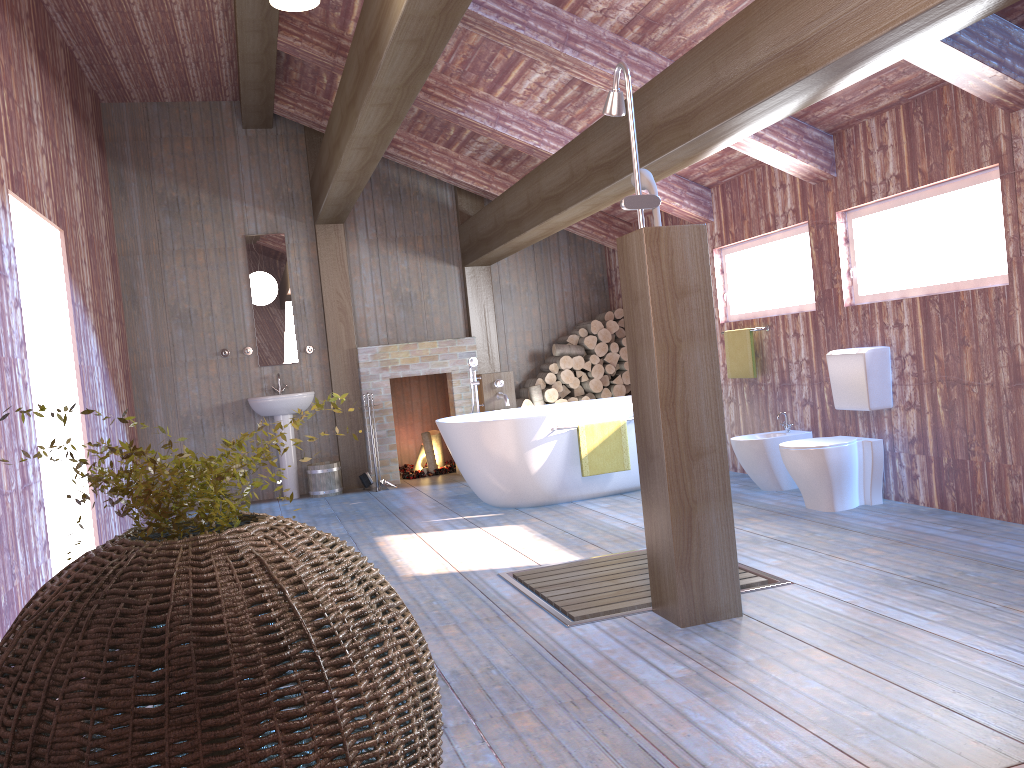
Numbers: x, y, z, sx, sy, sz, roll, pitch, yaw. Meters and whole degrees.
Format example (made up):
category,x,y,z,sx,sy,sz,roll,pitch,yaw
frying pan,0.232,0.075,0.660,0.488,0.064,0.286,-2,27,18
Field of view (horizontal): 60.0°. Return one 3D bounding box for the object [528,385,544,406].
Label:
category,x,y,z,sx,sy,sz,roll,pitch,yaw
object,0.241,0.158,8.382,0.147,0.298,0.109,-6,2,-14

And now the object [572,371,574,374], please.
category,x,y,z,sx,sy,sz,roll,pitch,yaw
object,0.552,-0.101,8.636,0.057,0.061,0.156,-6,2,-17

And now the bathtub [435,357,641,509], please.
category,x,y,z,sx,sy,sz,roll,pitch,yaw
bathtub,0.410,0.281,6.638,1.935,1.109,1.460,-6,2,6

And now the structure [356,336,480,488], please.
category,x,y,z,sx,sy,sz,roll,pitch,yaw
structure,-0.851,0.263,8.423,1.130,1.330,0.226,-6,2,-16

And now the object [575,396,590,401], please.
category,x,y,z,sx,sy,sz,roll,pitch,yaw
object,0.642,0.164,8.677,0.098,0.100,0.437,-6,2,-18

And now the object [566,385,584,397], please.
category,x,y,z,sx,sy,sz,roll,pitch,yaw
object,0.609,0.069,8.772,0.104,0.127,0.321,-6,2,-16

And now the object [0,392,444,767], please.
category,x,y,z,sx,sy,sz,roll,pitch,yaw
object,-0.657,0.543,1.916,0.972,1.073,0.970,-7,2,-36

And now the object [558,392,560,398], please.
category,x,y,z,sx,sy,sz,roll,pitch,yaw
object,0.403,0.109,8.618,0.064,0.068,0.174,-6,2,-17

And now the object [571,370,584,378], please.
category,x,y,z,sx,sy,sz,roll,pitch,yaw
object,0.621,-0.100,8.672,0.088,0.092,0.280,-6,2,-15

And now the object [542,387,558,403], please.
category,x,y,z,sx,sy,sz,roll,pitch,yaw
object,0.313,0.103,8.582,0.138,0.147,0.440,-6,2,-16

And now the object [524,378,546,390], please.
category,x,y,z,sx,sy,sz,roll,pitch,yaw
object,0.221,0.002,8.598,0.114,0.113,0.301,-6,2,-18

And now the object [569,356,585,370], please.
category,x,y,z,sx,sy,sz,roll,pitch,yaw
object,0.567,-0.205,8.661,0.138,0.147,0.440,-6,2,-16

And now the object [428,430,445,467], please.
category,x,y,z,sx,sy,sz,roll,pitch,yaw
object,-0.773,0.695,9.024,0.140,0.459,0.266,-6,2,1

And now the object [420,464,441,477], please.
category,x,y,z,sx,sy,sz,roll,pitch,yaw
object,-0.806,0.855,8.785,0.085,0.084,0.278,-5,2,30

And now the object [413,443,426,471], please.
category,x,y,z,sx,sy,sz,roll,pitch,yaw
object,-0.906,0.753,8.919,0.221,0.306,0.121,-5,2,11

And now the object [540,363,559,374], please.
category,x,y,z,sx,sy,sz,roll,pitch,yaw
object,0.368,-0.150,8.607,0.106,0.112,0.282,-6,2,-15

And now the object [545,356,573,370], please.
category,x,y,z,sx,sy,sz,roll,pitch,yaw
object,0.457,-0.207,8.628,0.135,0.145,0.439,-6,2,-16

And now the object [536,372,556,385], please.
category,x,y,z,sx,sy,sz,roll,pitch,yaw
object,0.329,-0.054,8.579,0.115,0.123,0.291,-6,2,-15

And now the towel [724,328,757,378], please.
category,x,y,z,sx,sy,sz,roll,pitch,yaw
towel,1.681,-0.221,6.540,0.032,0.361,0.370,-6,2,-16

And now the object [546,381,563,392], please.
category,x,y,z,sx,sy,sz,roll,pitch,yaw
object,0.389,0.028,8.614,0.111,0.113,0.301,-6,2,-17

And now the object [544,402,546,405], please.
category,x,y,z,sx,sy,sz,roll,pitch,yaw
object,0.236,0.207,8.655,0.121,0.124,0.291,-6,2,-15

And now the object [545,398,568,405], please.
category,x,y,z,sx,sy,sz,roll,pitch,yaw
object,0.404,0.202,8.624,0.139,0.148,0.458,-6,2,-16

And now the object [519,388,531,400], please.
category,x,y,z,sx,sy,sz,roll,pitch,yaw
object,0.165,0.091,8.652,0.108,0.113,0.302,-6,2,-16

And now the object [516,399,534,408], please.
category,x,y,z,sx,sy,sz,roll,pitch,yaw
object,0.075,0.211,8.522,0.139,0.137,0.455,-6,2,-18

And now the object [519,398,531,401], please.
category,x,y,z,sx,sy,sz,roll,pitch,yaw
object,0.134,0.177,8.640,0.099,0.093,0.280,-6,2,-15

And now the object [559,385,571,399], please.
category,x,y,z,sx,sy,sz,roll,pitch,yaw
object,0.466,0.069,8.727,0.128,0.150,0.323,-6,2,-16

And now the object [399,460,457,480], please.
category,x,y,z,sx,sy,sz,roll,pitch,yaw
object,-0.876,0.868,9.088,0.829,0.085,0.935,-7,2,-34

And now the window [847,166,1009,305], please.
category,x,y,z,sx,sy,sz,roll,pitch,yaw
window,2.268,-0.774,4.864,0.054,0.587,1.255,-6,2,-15

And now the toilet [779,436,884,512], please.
category,x,y,z,sx,sy,sz,roll,pitch,yaw
toilet,1.842,0.529,5.186,0.534,0.400,0.375,-6,2,-15

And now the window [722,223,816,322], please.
category,x,y,z,sx,sy,sz,roll,pitch,yaw
window,1.854,-0.773,6.355,0.054,0.587,1.255,-6,2,-15

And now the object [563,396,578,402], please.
category,x,y,z,sx,sy,sz,roll,pitch,yaw
object,0.542,0.179,8.652,0.114,0.120,0.303,-6,2,-15

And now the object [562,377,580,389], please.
category,x,y,z,sx,sy,sz,roll,pitch,yaw
object,0.560,-0.016,8.650,0.115,0.123,0.291,-6,2,-15

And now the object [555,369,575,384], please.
category,x,y,z,sx,sy,sz,roll,pitch,yaw
object,0.460,-0.070,8.623,0.141,0.143,0.437,-6,2,-18

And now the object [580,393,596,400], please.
category,x,y,z,sx,sy,sz,roll,pitch,yaw
object,0.719,0.144,8.804,0.116,0.118,0.289,-6,2,-18

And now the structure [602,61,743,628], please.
category,x,y,z,sx,sy,sz,roll,pitch,yaw
structure,0.610,-0.202,3.489,0.328,2.209,0.522,-6,2,4

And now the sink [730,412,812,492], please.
category,x,y,z,sx,sy,sz,roll,pitch,yaw
sink,1.731,0.458,5.971,0.515,0.517,0.335,-6,2,-15

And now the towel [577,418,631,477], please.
category,x,y,z,sx,sy,sz,roll,pitch,yaw
towel,0.634,0.437,6.108,0.370,0.361,0.032,-6,2,-20

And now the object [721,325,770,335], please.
category,x,y,z,sx,sy,sz,roll,pitch,yaw
object,1.700,-0.391,6.540,0.091,0.043,0.581,-6,2,-16

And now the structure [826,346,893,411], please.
category,x,y,z,sx,sy,sz,roll,pitch,yaw
structure,2.054,-0.031,5.244,0.182,0.363,0.358,-6,2,-15

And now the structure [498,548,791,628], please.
category,x,y,z,sx,sy,sz,roll,pitch,yaw
structure,0.550,0.910,4.034,1.000,0.067,1.000,-6,2,-17

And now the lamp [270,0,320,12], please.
category,x,y,z,sx,sy,sz,roll,pitch,yaw
lamp,-0.816,-1.846,3.117,0.174,1.001,0.174,-7,2,-35

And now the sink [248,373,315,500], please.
category,x,y,z,sx,sy,sz,roll,pitch,yaw
sink,-2.024,0.471,7.933,0.582,1.143,0.475,-6,2,-17
